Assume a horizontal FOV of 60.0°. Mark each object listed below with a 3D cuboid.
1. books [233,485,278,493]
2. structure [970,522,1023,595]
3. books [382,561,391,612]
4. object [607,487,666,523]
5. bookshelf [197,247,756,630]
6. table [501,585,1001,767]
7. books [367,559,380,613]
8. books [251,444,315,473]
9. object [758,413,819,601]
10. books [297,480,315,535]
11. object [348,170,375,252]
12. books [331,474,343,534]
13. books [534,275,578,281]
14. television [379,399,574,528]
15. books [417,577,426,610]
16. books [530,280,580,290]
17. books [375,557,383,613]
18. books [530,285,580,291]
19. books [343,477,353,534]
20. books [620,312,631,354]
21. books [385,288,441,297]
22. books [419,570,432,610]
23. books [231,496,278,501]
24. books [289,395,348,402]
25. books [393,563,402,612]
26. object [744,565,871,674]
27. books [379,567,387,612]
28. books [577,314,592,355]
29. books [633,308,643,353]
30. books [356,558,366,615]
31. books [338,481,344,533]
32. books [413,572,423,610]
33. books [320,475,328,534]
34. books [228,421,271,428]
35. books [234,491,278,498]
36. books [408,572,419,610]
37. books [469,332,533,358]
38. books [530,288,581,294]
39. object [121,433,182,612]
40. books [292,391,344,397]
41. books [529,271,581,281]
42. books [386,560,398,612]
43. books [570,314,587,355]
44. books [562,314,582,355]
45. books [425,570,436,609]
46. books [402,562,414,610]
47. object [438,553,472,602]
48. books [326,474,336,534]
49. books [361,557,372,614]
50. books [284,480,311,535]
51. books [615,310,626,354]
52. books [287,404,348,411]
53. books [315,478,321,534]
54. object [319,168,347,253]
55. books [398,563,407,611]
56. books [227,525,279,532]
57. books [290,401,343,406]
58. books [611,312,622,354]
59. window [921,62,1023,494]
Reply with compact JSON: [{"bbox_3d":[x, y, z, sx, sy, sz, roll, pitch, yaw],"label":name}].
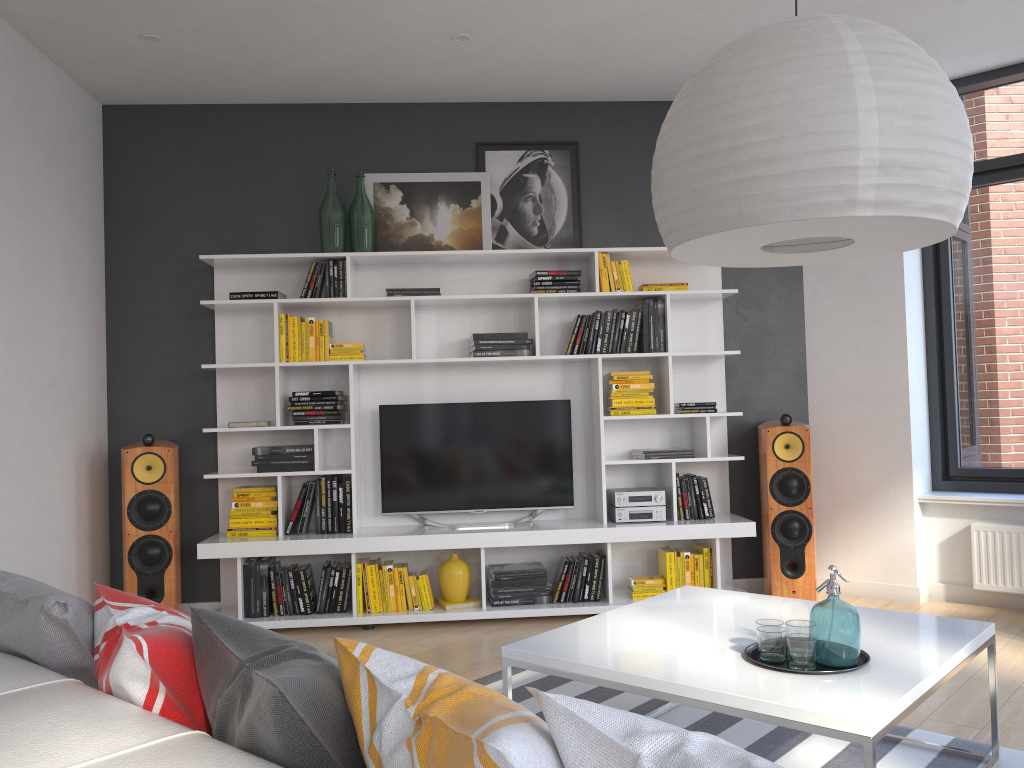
[{"bbox_3d":[-1.439,0.594,5.029,0.234,0.024,0.171,-2,-2,0],"label":"books"},{"bbox_3d":[3.088,0.960,4.381,1.474,0.460,0.110,-3,-2,41],"label":"structure"},{"bbox_3d":[-0.685,1.113,4.890,0.041,0.252,0.180,-2,-2,-4],"label":"books"},{"bbox_3d":[0.713,0.695,5.099,0.285,0.174,0.270,-2,-2,-4],"label":"object"},{"bbox_3d":[-0.191,0.280,5.002,3.000,2.052,0.455,-2,-2,-4],"label":"bookshelf"},{"bbox_3d":[0.744,0.984,2.709,1.091,0.435,1.091,-3,-2,41],"label":"table"},{"bbox_3d":[-0.756,1.112,4.900,0.066,0.258,0.198,-2,-2,-4],"label":"books"},{"bbox_3d":[-1.275,0.420,5.019,0.343,0.137,0.277,-2,-2,-4],"label":"books"},{"bbox_3d":[1.583,0.712,5.114,0.290,1.088,0.434,-2,-2,11],"label":"object"},{"bbox_3d":[-1.144,0.691,4.995,0.100,0.289,0.210,-2,-2,-5],"label":"books"},{"bbox_3d":[-0.866,-0.977,5.100,0.157,0.507,0.157,-2,-2,10],"label":"object"},{"bbox_3d":[-0.986,0.675,5.016,0.034,0.315,0.239,-2,-2,-4],"label":"books"},{"bbox_3d":[0.251,-0.600,5.131,0.246,0.026,0.180,-2,-2,-1],"label":"books"},{"bbox_3d":[-0.200,0.457,5.106,1.102,0.704,0.207,-2,-2,-4],"label":"television"},{"bbox_3d":[-0.498,1.149,4.878,0.049,0.169,0.113,-2,-2,-5],"label":"books"},{"bbox_3d":[0.247,-0.571,5.157,0.284,0.030,0.214,-2,-2,0],"label":"books"},{"bbox_3d":[-0.726,1.108,4.901,0.038,0.267,0.202,-2,-2,-4],"label":"books"},{"bbox_3d":[0.246,-0.546,5.136,0.264,0.020,0.189,-2,-2,-5],"label":"books"},{"bbox_3d":[-0.912,0.681,5.016,0.051,0.297,0.230,-2,-2,-4],"label":"books"},{"bbox_3d":[0.637,-0.289,5.121,0.071,0.243,0.179,-2,-2,-5],"label":"books"},{"bbox_3d":[-0.569,-0.508,5.073,0.310,0.047,0.250,-1,-2,-8],"label":"books"},{"bbox_3d":[-0.474,1.136,4.895,0.067,0.193,0.148,-2,-2,-3],"label":"books"},{"bbox_3d":[-1.434,0.642,5.007,0.238,0.023,0.167,-2,-2,12],"label":"books"},{"bbox_3d":[-1.096,0.085,5.039,0.284,0.030,0.214,-2,-2,5],"label":"books"},{"bbox_3d":[-0.628,1.117,4.884,0.043,0.240,0.169,-2,-2,-5],"label":"books"},{"bbox_3d":[0.807,0.625,2.449,0.330,0.265,0.330,-1,-2,-25],"label":"object"},{"bbox_3d":[-0.706,1.126,4.884,0.042,0.230,0.156,-2,-2,-6],"label":"books"},{"bbox_3d":[0.412,-0.277,5.108,0.081,0.233,0.169,-2,-2,-5],"label":"books"},{"bbox_3d":[0.708,-0.298,5.139,0.066,0.260,0.197,-2,-2,-4],"label":"books"},{"bbox_3d":[-0.829,1.107,4.868,0.029,0.270,0.204,-2,-2,-4],"label":"books"},{"bbox_3d":[-0.952,0.693,5.011,0.028,0.272,0.200,-2,-2,-4],"label":"books"},{"bbox_3d":[-0.518,1.140,4.889,0.046,0.187,0.134,-2,-2,-4],"label":"books"},{"bbox_3d":[-1.048,0.676,5.009,0.034,0.314,0.237,-2,-2,-4],"label":"books"},{"bbox_3d":[-1.467,0.226,4.980,0.209,0.030,0.266,-1,-2,-10],"label":"books"},{"bbox_3d":[-1.427,0.618,5.005,0.234,0.024,0.171,-2,-2,0],"label":"books"},{"bbox_3d":[-0.540,1.141,4.895,0.056,0.188,0.138,-2,-2,-4],"label":"books"},{"bbox_3d":[-0.067,-0.215,5.117,0.343,0.137,0.277,-1,-2,-9],"label":"books"},{"bbox_3d":[0.248,-0.521,5.132,0.284,0.030,0.214,-2,-2,0],"label":"books"},{"bbox_3d":[-1.980,0.813,4.882,0.290,1.088,0.434,-1,-2,-19],"label":"object"},{"bbox_3d":[-1.094,0.056,5.013,0.246,0.026,0.180,-2,-2,4],"label":"books"},{"bbox_3d":[0.246,-0.627,5.143,0.266,0.030,0.209,-1,-2,-10],"label":"books"},{"bbox_3d":[-0.661,1.113,4.902,0.055,0.252,0.185,-2,-2,-5],"label":"books"},{"bbox_3d":[0.379,-0.275,5.120,0.096,0.234,0.187,-2,-2,-4],"label":"books"},{"bbox_3d":[0.346,-0.275,5.113,0.104,0.234,0.182,-2,-2,-4],"label":"books"},{"bbox_3d":[-0.451,1.135,4.906,0.046,0.193,0.149,-2,-2,-3],"label":"books"},{"bbox_3d":[-0.574,1.119,4.917,0.056,0.235,0.172,-2,-2,-5],"label":"books"},{"bbox_3d":[-0.317,1.070,4.927,0.185,0.257,0.185,-1,-2,-26],"label":"object"},{"bbox_3d":[-1.016,0.670,5.014,0.026,0.326,0.237,-2,-2,-4],"label":"books"},{"bbox_3d":[-0.792,1.107,4.891,0.048,0.271,0.213,-2,-2,-4],"label":"books"},{"bbox_3d":[-1.197,0.695,5.009,0.142,0.284,0.232,-2,-2,-4],"label":"books"},{"bbox_3d":[0.610,-0.293,5.133,0.075,0.254,0.192,-2,-2,-5],"label":"books"},{"bbox_3d":[-1.097,0.135,5.014,0.284,0.030,0.214,-2,-2,5],"label":"books"},{"bbox_3d":[-1.079,0.685,5.001,0.028,0.301,0.213,-2,-2,-4],"label":"books"},{"bbox_3d":[-1.017,-0.975,5.033,0.157,0.507,0.157,-2,-2,10],"label":"object"},{"bbox_3d":[-0.605,1.119,4.906,0.043,0.235,0.171,-2,-2,-6],"label":"books"},{"bbox_3d":[-1.434,0.802,4.986,0.269,0.025,0.213,-2,-2,-1],"label":"books"},{"bbox_3d":[-1.099,0.110,5.019,0.264,0.020,0.189,-2,-2,0],"label":"books"},{"bbox_3d":[0.590,-0.286,5.105,0.069,0.242,0.172,-2,-2,-3],"label":"books"},{"bbox_3d":[3.234,-0.607,4.695,1.960,2.402,0.170,-3,-2,41],"label":"window"}]
